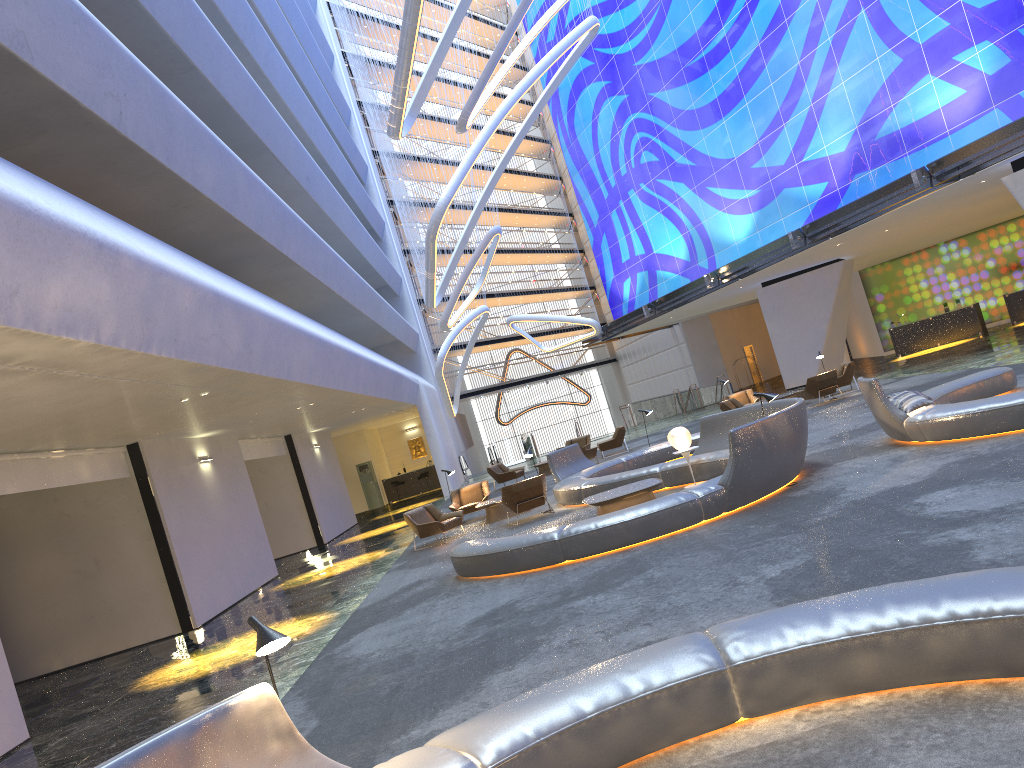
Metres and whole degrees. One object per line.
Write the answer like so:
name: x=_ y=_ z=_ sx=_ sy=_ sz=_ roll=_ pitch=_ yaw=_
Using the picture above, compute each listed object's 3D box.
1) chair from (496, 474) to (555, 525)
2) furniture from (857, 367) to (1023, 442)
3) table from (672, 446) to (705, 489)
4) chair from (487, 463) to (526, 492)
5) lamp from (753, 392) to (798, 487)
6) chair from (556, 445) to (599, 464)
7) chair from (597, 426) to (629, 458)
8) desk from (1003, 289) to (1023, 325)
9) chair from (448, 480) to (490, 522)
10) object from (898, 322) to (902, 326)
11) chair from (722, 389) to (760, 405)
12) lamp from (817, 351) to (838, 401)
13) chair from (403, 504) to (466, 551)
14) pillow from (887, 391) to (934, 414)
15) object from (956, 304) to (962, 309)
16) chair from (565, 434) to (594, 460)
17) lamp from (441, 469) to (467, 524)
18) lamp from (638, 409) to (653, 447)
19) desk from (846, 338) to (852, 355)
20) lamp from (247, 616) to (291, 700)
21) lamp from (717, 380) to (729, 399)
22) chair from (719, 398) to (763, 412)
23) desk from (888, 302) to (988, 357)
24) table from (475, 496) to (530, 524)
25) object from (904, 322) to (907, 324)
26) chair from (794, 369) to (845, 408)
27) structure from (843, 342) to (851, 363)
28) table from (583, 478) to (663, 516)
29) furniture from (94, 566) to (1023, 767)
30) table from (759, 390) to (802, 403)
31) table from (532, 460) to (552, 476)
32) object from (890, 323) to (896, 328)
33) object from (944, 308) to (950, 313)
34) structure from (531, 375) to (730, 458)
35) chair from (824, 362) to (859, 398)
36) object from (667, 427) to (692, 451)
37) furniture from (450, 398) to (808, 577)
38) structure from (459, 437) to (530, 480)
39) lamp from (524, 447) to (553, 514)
chair: x=0.246 y=2.185 z=16.722 sx=0.927 sy=0.766 sz=0.942 roll=-16 pitch=-2 yaw=-17
furniture: x=7.812 y=-0.570 z=9.575 sx=5.178 sy=0.969 sz=9.948 roll=-17 pitch=-2 yaw=-9
table: x=2.883 y=1.346 z=14.293 sx=0.418 sy=0.595 sz=0.428 roll=-17 pitch=-1 yaw=-1
chair: x=-0.151 y=2.741 z=26.779 sx=0.942 sy=0.766 sz=0.926 roll=-18 pitch=-2 yaw=24
lamp: x=3.465 y=0.701 z=11.609 sx=0.385 sy=1.300 sz=0.201 roll=-17 pitch=-1 yaw=17
chair: x=1.876 y=2.063 z=25.391 sx=0.934 sy=0.766 sz=0.934 roll=-16 pitch=-2 yaw=-39
chair: x=3.052 y=1.771 z=26.927 sx=0.939 sy=0.766 sz=0.930 roll=-17 pitch=-2 yaw=1
desk: x=18.884 y=-3.058 z=30.763 sx=2.992 sy=1.097 sz=0.810 roll=-19 pitch=-2 yaw=36
chair: x=-0.895 y=2.668 z=19.851 sx=0.930 sy=0.766 sz=0.938 roll=-17 pitch=-2 yaw=6
object: x=14.267 y=-2.202 z=32.588 sx=0.108 sy=0.108 sz=0.110 roll=-18 pitch=-2 yaw=34
chair: x=6.623 y=0.621 z=25.504 sx=0.930 sy=0.766 sz=0.938 roll=-17 pitch=-2 yaw=6
lamp: x=8.013 y=-0.209 z=22.606 sx=0.202 sy=1.300 sz=0.383 roll=-17 pitch=-1 yaw=16
chair: x=-1.517 y=2.751 z=17.398 sx=0.943 sy=0.766 sz=0.925 roll=-18 pitch=-2 yaw=33
pillow: x=5.415 y=0.230 z=12.188 sx=0.693 sy=0.262 sz=0.876 roll=-17 pitch=-2 yaw=8
object: x=15.845 y=-2.753 z=31.392 sx=0.151 sy=0.145 sz=0.149 roll=-18 pitch=-2 yaw=33
chair: x=2.110 y=2.119 z=28.332 sx=0.933 sy=0.766 sz=0.935 roll=-18 pitch=-2 yaw=26
lamp: x=-1.298 y=2.512 z=19.908 sx=0.385 sy=1.300 sz=0.201 roll=-17 pitch=-1 yaw=17
lamp: x=3.131 y=1.159 z=19.850 sx=0.385 sy=1.300 sz=0.201 roll=-17 pitch=-1 yaw=17
desk: x=17.531 y=-1.900 z=48.000 sx=2.992 sy=1.097 sz=0.810 roll=-19 pitch=-2 yaw=38
lamp: x=-1.064 y=1.768 z=4.362 sx=0.201 sy=1.300 sz=0.386 roll=-16 pitch=-1 yaw=-41
lamp: x=6.219 y=0.465 z=25.561 sx=0.385 sy=1.300 sz=0.201 roll=-17 pitch=-1 yaw=17
chair: x=6.000 y=0.705 z=23.050 sx=0.943 sy=0.766 sz=0.925 roll=-18 pitch=-2 yaw=33
desk: x=15.411 y=-1.940 z=32.131 sx=2.992 sy=1.097 sz=0.810 roll=-19 pitch=-2 yaw=38
table: x=-0.133 y=2.568 z=18.565 sx=1.203 sy=0.392 sz=1.204 roll=-17 pitch=-2 yaw=-1
object: x=14.429 y=-2.236 z=32.474 sx=0.072 sy=0.070 sz=0.072 roll=-18 pitch=-2 yaw=34
chair: x=7.763 y=0.138 z=22.375 sx=0.927 sy=0.766 sz=0.942 roll=-16 pitch=-2 yaw=-17
structure: x=14.041 y=-1.765 z=37.977 sx=1.019 sy=2.050 sz=0.775 roll=-17 pitch=-1 yaw=-22
table: x=1.695 y=1.781 z=13.246 sx=1.203 sy=0.392 sz=1.204 roll=-17 pitch=-2 yaw=0
furniture: x=0.743 y=1.178 z=0.191 sx=5.182 sy=0.969 sz=9.941 roll=-17 pitch=-2 yaw=-4
table: x=7.385 y=0.521 z=24.217 sx=1.203 sy=0.392 sz=1.204 roll=-17 pitch=-2 yaw=0
table: x=1.294 y=2.501 z=27.077 sx=1.206 sy=0.392 sz=1.200 roll=-18 pitch=-2 yaw=18
object: x=14.068 y=-2.155 z=32.729 sx=0.150 sy=0.149 sz=0.148 roll=-18 pitch=-2 yaw=34
object: x=15.514 y=-2.643 z=31.606 sx=0.151 sy=0.145 sz=0.149 roll=-18 pitch=-2 yaw=33
structure: x=6.390 y=5.333 z=49.440 sx=9.303 sy=8.396 sz=19.749 roll=-17 pitch=-2 yaw=-1
chair: x=8.742 y=-0.100 z=23.758 sx=0.940 sy=0.766 sz=0.929 roll=-17 pitch=-2 yaw=8
object: x=2.700 y=0.887 z=14.268 sx=0.367 sy=0.387 sz=0.318 roll=-17 pitch=-1 yaw=7
furniture: x=2.453 y=1.309 z=15.233 sx=5.199 sy=0.969 sz=9.907 roll=-18 pitch=-2 yaw=16
structure: x=0.227 y=7.156 z=48.972 sx=3.016 sy=8.235 sz=19.844 roll=-17 pitch=-2 yaw=-1
lamp: x=0.495 y=1.837 z=16.953 sx=0.202 sy=1.300 sz=0.383 roll=-17 pitch=-1 yaw=16
